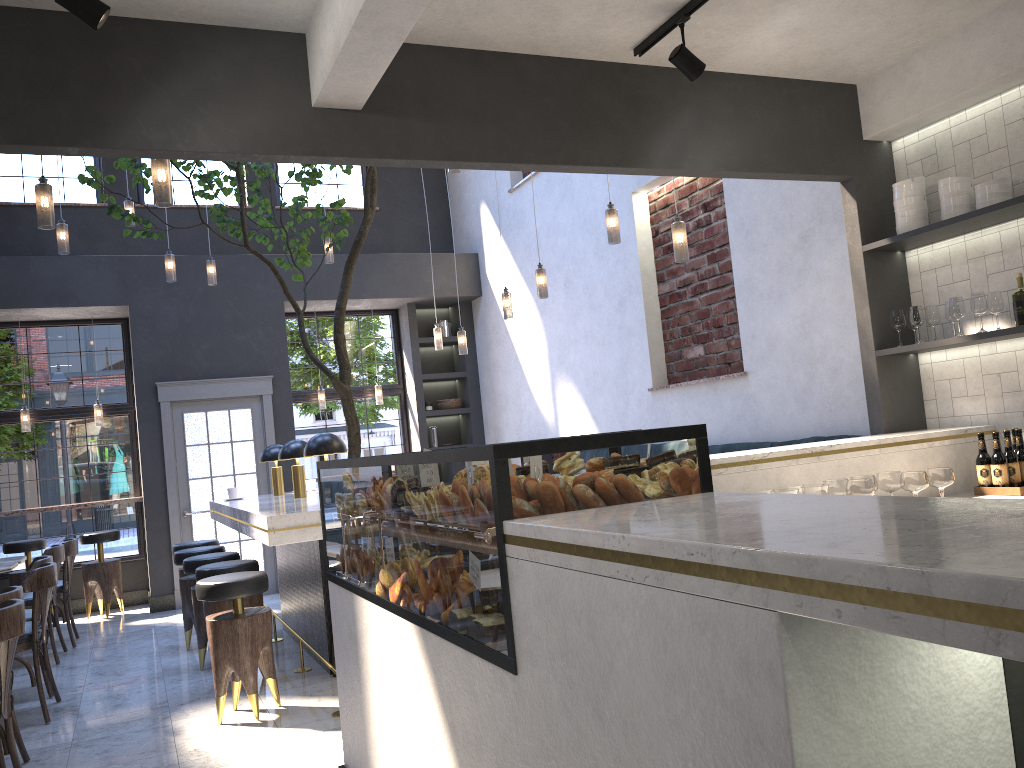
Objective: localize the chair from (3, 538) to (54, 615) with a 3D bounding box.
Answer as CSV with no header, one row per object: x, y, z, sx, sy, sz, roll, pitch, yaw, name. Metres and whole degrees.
-4.596,1.899,8.416,0.372,0.821,0.370,-7,-4,29,chair

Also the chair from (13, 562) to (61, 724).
-2.885,1.498,5.104,0.521,0.851,0.539,-4,-4,-22,chair

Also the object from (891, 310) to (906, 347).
1.980,-0.283,4.536,0.070,0.188,0.070,-4,-4,-32,object

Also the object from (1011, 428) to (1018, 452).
2.348,0.345,4.111,0.070,0.279,0.069,-6,-3,8,object

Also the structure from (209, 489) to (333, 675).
-1.414,1.324,6.203,0.990,1.049,3.493,-4,-4,-24,structure

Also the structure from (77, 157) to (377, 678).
-1.249,-1.222,5.458,3.745,5.985,2.807,-7,-3,20,structure

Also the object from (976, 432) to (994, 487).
2.143,0.360,4.021,0.069,0.279,0.070,-7,-4,28,object

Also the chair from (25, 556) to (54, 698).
-3.191,1.564,5.656,0.521,0.851,0.539,-4,-4,-30,chair

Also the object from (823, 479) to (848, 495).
1.373,0.478,3.740,0.114,0.147,0.114,-5,-4,-19,object

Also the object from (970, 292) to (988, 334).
2.166,-0.329,4.105,0.070,0.188,0.070,-5,-3,-10,object

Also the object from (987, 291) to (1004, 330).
2.266,-0.337,4.149,0.070,0.188,0.070,-5,-3,-10,object

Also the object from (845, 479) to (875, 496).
1.425,0.465,3.619,0.114,0.147,0.114,-5,-4,-19,object

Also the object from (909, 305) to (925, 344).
2.026,-0.295,4.428,0.070,0.188,0.070,-4,-4,-32,object

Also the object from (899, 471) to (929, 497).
1.701,0.445,3.741,0.114,0.147,0.114,-5,-4,-19,object

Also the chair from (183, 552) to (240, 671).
-2.000,1.527,5.992,0.372,0.737,0.370,-7,-3,20,chair

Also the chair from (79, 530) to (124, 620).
-3.997,1.855,8.654,0.371,0.821,0.372,-7,-4,29,chair

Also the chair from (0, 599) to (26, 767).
-2.182,1.324,3.476,0.521,0.851,0.539,-4,-4,-22,chair

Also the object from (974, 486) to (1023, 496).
2.287,0.466,3.991,0.307,0.038,0.231,-4,-4,-24,object

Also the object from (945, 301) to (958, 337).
2.173,-0.313,4.365,0.070,0.188,0.070,-4,-4,-32,object

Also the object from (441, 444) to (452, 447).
-0.766,0.717,10.368,0.130,0.026,0.130,-3,-5,-40,object

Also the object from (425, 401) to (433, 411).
-0.987,0.263,10.397,0.117,0.119,0.116,-9,-5,43,object

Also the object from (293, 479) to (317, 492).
-1.764,0.873,7.615,0.175,0.097,0.301,-3,-4,-32,object

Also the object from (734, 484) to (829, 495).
0.983,0.503,3.528,0.575,0.147,0.256,-4,-4,-24,object

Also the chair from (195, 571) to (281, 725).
-1.455,1.390,4.704,0.372,0.737,0.370,-7,-3,20,chair

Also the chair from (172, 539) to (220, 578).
-2.564,1.665,7.271,0.372,0.737,0.370,-7,-3,20,chair

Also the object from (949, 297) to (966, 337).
2.119,-0.318,4.213,0.070,0.188,0.070,-4,-4,-32,object

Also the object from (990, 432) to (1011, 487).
2.173,0.352,3.953,0.069,0.279,0.070,-9,-4,43,object

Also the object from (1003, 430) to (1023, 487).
2.240,0.348,3.984,0.069,0.279,0.070,-7,-4,28,object

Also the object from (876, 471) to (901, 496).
1.649,0.458,3.861,0.114,0.147,0.114,-5,-4,-19,object

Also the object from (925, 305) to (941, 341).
2.127,-0.302,4.473,0.070,0.188,0.070,-4,-4,-32,object

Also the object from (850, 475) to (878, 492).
1.511,0.468,3.800,0.114,0.147,0.114,-5,-4,-19,object

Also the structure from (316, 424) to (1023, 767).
1.922,0.554,1.359,3.204,1.299,5.810,-4,-4,-24,structure

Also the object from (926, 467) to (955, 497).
1.838,0.435,3.801,0.114,0.147,0.114,-5,-4,-19,object

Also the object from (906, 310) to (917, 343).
2.080,-0.290,4.580,0.070,0.188,0.070,-4,-4,-32,object

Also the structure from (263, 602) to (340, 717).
-1.373,1.741,6.180,0.496,0.210,3.501,-4,-4,-24,structure

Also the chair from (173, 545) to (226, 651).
-2.301,1.597,6.613,0.370,0.737,0.372,-4,-4,-33,chair

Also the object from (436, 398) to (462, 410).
-0.744,0.246,10.529,0.305,0.123,0.305,-6,-4,-3,object

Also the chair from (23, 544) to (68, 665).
-3.648,1.677,6.705,0.521,0.851,0.539,-4,-4,-22,chair

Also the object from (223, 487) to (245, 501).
-2.304,0.908,7.343,0.176,0.098,0.204,-5,-4,-18,object

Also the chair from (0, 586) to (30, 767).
-2.465,1.384,3.980,0.521,0.851,0.539,-4,-4,-22,chair

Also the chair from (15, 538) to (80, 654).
-3.815,1.730,7.262,0.521,0.851,0.497,-4,-4,-25,chair

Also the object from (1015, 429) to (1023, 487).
2.310,0.342,4.013,0.070,0.279,0.069,-5,-3,-17,object

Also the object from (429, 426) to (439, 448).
-0.912,0.618,10.345,0.098,0.247,0.098,-7,-3,16,object

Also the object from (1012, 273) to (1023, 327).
2.479,-0.448,3.504,0.082,0.294,1.101,-4,-4,-23,object

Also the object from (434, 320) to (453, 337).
-0.819,-0.644,10.599,0.214,0.215,0.213,-5,-3,-14,object

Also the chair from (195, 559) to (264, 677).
-1.693,1.456,5.366,0.372,0.737,0.371,-6,-3,4,chair
